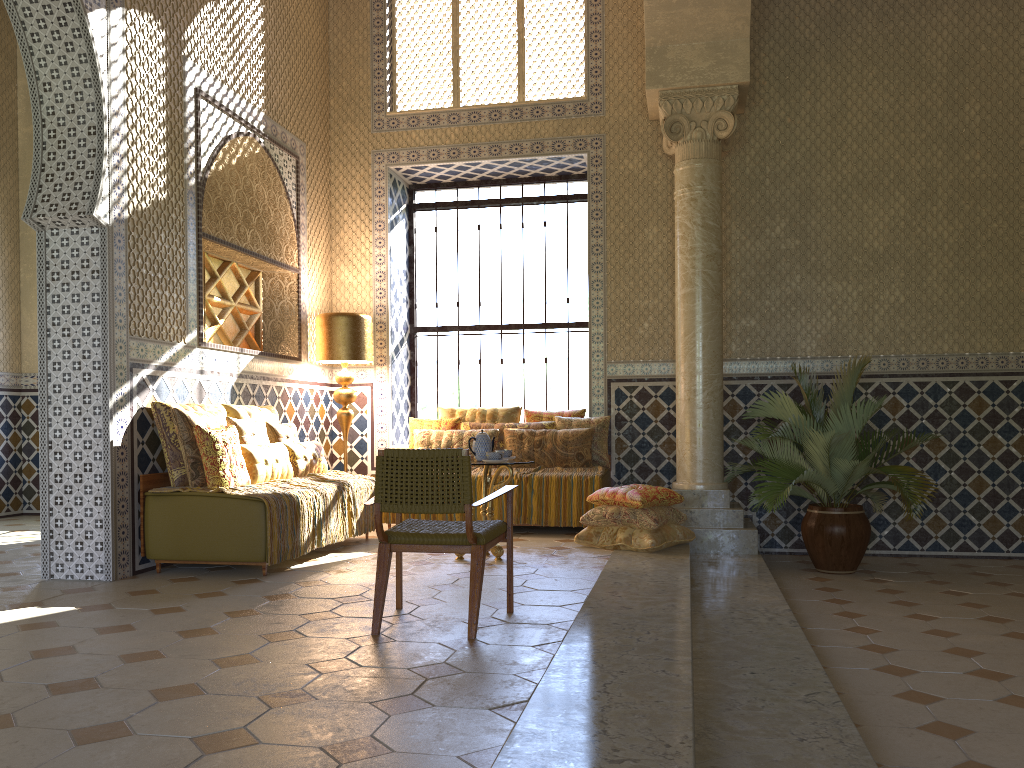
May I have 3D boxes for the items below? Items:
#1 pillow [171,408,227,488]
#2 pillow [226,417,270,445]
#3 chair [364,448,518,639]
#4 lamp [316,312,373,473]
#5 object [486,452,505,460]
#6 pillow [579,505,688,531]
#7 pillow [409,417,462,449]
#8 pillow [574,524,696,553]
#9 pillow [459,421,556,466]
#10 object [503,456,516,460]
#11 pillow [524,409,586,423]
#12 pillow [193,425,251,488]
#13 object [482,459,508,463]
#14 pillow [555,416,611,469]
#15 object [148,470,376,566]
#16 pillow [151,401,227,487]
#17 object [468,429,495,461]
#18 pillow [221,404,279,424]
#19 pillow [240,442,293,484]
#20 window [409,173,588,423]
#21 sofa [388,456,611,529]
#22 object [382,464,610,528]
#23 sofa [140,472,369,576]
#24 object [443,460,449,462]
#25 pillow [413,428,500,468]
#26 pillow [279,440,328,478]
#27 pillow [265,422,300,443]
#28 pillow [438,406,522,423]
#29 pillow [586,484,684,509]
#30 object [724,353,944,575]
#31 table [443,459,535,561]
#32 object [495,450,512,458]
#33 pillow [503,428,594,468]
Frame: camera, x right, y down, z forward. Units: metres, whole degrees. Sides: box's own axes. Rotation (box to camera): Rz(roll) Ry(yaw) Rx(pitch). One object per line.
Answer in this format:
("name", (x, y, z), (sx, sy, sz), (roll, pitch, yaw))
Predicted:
("pillow", (-2.955, 0.625, 8.577), (0.383, 0.780, 0.834), (0, -1, 12))
("pillow", (-2.735, 0.689, 9.292), (0.340, 0.693, 0.741), (0, -1, 12))
("chair", (-0.504, 1.034, 6.102), (0.950, 1.210, 0.906), (-1, 0, 11))
("lamp", (-2.217, 0.493, 11.772), (0.736, 2.815, 0.736), (-1, 1, -20))
("object", (-0.163, 0.713, 8.618), (0.183, 0.100, 0.184), (-1, -2, 7))
("pillow", (1.354, 1.477, 9.826), (0.932, 0.347, 0.880), (-2, -2, 32))
("pillow", (-1.061, 0.791, 11.920), (0.741, 0.693, 0.340), (-1, 0, 12))
("pillow", (1.376, 1.680, 9.834), (0.991, 0.368, 1.043), (-2, -3, 36))
("pillow", (-0.075, 0.804, 11.704), (1.341, 0.616, 0.370), (-1, 0, 11))
("object", (-0.087, 0.778, 9.251), (0.256, 0.032, 0.256), (0, -2, -10))
("pillow", (0.559, 0.729, 11.880), (0.855, 0.801, 0.393), (-1, 0, 12))
("pillow", (-2.726, 0.710, 8.387), (0.345, 0.651, 0.685), (0, -1, 11))
("object", (-0.163, 0.751, 8.618), (0.256, 0.032, 0.256), (-1, -2, 7))
("pillow", (0.909, 0.758, 11.530), (0.741, 0.693, 0.340), (-1, 0, 12))
("object", (-2.444, 1.336, 9.331), (1.314, 0.718, 2.887), (-1, -2, 11))
("pillow", (-3.109, 0.596, 8.835), (0.422, 0.832, 1.193), (0, -1, 11))
("object", (-0.304, 0.621, 8.972), (0.273, 0.324, 0.199), (0, 0, 1))
("pillow", (-2.877, 0.645, 10.009), (0.422, 0.832, 1.193), (0, -1, 11))
("pillow", (-2.547, 0.839, 9.169), (0.271, 0.450, 0.983), (0, -2, 11))
("window", (-2.990, -1.001, 13.379), (8.484, 3.993, 0.574), (-1, 1, 7))
("sofa", (-0.178, 1.421, 11.483), (2.849, 0.938, 1.274), (-1, -1, 11))
("object", (-0.229, 1.410, 11.429), (2.886, 0.718, 1.315), (-1, -2, 11))
("sofa", (-2.502, 1.346, 9.355), (1.273, 0.937, 2.851), (-1, -2, 11))
("object", (-0.663, 0.771, 9.006), (0.256, 0.032, 0.256), (0, -2, -10))
("pillow", (-0.751, 0.861, 11.616), (1.191, 0.547, 0.329), (-1, 0, 11))
("pillow", (-2.365, 0.878, 10.088), (0.271, 0.450, 0.983), (0, -2, 11))
("pillow", (-2.579, 0.752, 10.080), (0.313, 0.638, 0.682), (0, -1, 12))
("pillow", (-0.468, 0.714, 12.024), (1.192, 0.833, 0.422), (-1, 0, 11))
("pillow", (1.366, 1.268, 9.812), (0.748, 0.311, 0.804), (2, -3, -45))
("object", (3.798, 0.903, 10.095), (2.641, 2.503, 2.165), (0, -1, -2))
("table", (-0.310, 1.271, 8.941), (1.101, 0.981, 1.100), (-1, -1, 41))
("object", (-0.087, 0.740, 9.250), (0.183, 0.100, 0.183), (0, -2, 0))
("pillow", (0.451, 0.841, 11.378), (1.191, 0.547, 0.329), (-1, 0, 11))
